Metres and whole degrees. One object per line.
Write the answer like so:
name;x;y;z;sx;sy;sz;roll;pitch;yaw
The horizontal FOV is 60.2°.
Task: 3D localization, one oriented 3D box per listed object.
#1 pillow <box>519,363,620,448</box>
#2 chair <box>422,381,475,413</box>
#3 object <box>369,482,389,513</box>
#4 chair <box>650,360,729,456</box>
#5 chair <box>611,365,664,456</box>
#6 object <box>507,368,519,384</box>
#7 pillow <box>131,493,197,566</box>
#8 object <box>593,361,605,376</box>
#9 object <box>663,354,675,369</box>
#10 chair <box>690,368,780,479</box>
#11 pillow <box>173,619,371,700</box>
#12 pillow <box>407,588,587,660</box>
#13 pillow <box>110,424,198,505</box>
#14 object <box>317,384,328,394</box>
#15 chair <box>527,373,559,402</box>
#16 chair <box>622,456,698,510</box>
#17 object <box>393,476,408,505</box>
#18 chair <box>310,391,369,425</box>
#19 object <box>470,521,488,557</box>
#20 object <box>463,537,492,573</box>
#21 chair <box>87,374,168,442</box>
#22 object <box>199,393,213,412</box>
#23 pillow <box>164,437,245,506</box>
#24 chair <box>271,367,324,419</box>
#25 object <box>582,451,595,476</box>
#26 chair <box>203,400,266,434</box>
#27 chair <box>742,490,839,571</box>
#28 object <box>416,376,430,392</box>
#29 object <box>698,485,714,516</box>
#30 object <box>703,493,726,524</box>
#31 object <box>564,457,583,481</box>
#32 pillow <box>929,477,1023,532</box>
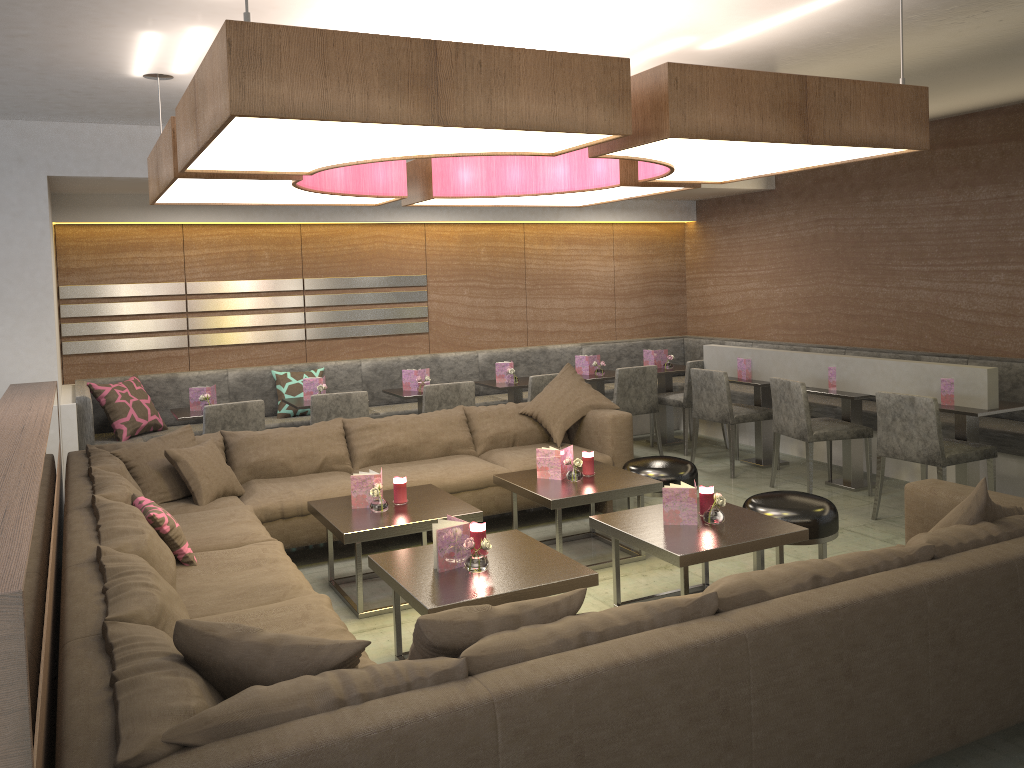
pillow;0.354;0.128;5.711;0.621;0.511;0.300;-3;4;-13
chair;-0.518;0.351;6.417;0.478;0.759;0.493;-4;4;-24
object;-0.627;0.532;4.142;0.092;0.131;0.103;0;5;29
chair;1.483;0.161;7.434;0.478;0.759;0.493;-4;4;-29
chair;0.880;0.224;7.083;0.478;0.759;0.493;-4;4;-27
object;0.010;-0.067;6.955;0.096;0.125;0.105;-4;5;-26
pillow;-1.425;0.592;3.607;0.181;0.251;0.465;-4;6;-31
object;0.720;-0.132;7.299;0.106;0.125;0.093;-2;4;5
object;1.348;-0.192;7.616;0.097;0.125;0.100;1;5;34
chair;1.649;0.256;6.602;0.493;0.759;0.478;-4;4;-28
pillow;-0.552;0.714;2.112;0.502;0.355;0.299;-1;4;6
pillow;-0.068;0.681;2.231;0.495;0.338;0.313;-5;6;-32
pillow;-1.808;0.443;4.640;0.292;0.392;0.529;1;6;32
object;-1.360;0.061;6.278;0.091;0.125;0.111;-1;4;6
chair;0.193;0.285;6.763;0.478;0.759;0.493;-4;4;-30
chair;0.829;0.638;4.947;0.423;0.449;0.424;3;6;45
object;-0.542;0.513;4.279;0.075;0.128;0.076;1;4;36
chair;-1.205;0.415;6.083;0.477;0.759;0.494;-3;4;-19
object;-0.131;0.602;3.430;0.075;0.128;0.076;1;4;36
object;-0.130;0.624;3.252;0.095;0.129;0.101;-6;6;-43
chair;-2.712;0.166;6.259;0.295;0.425;0.494;-1;5;17
object;-2.042;0.126;5.931;0.094;0.125;0.108;-1;4;16
pillow;-1.597;0.468;4.620;0.235;0.321;0.382;-1;5;18
chair;-1.659;0.078;6.959;0.427;0.394;0.220;-4;4;-26
object;0.409;0.425;4.743;0.075;0.128;0.076;0;4;26
chair;-1.856;0.477;5.746;0.478;0.759;0.493;-4;4;-34
chair;1.274;0.731;4.052;0.423;0.449;0.424;-5;5;-30
object;-0.663;-0.004;6.617;0.101;0.125;0.095;0;5;28
object;0.856;0.513;3.889;0.075;0.128;0.076;0;4;26
object;0.866;0.524;3.818;0.095;0.125;0.195;-2;6;5
object;0.327;0.442;4.637;0.106;0.128;0.095;0;4;23
pillow;1.500;0.484;2.978;0.533;0.403;0.280;-6;6;-38
